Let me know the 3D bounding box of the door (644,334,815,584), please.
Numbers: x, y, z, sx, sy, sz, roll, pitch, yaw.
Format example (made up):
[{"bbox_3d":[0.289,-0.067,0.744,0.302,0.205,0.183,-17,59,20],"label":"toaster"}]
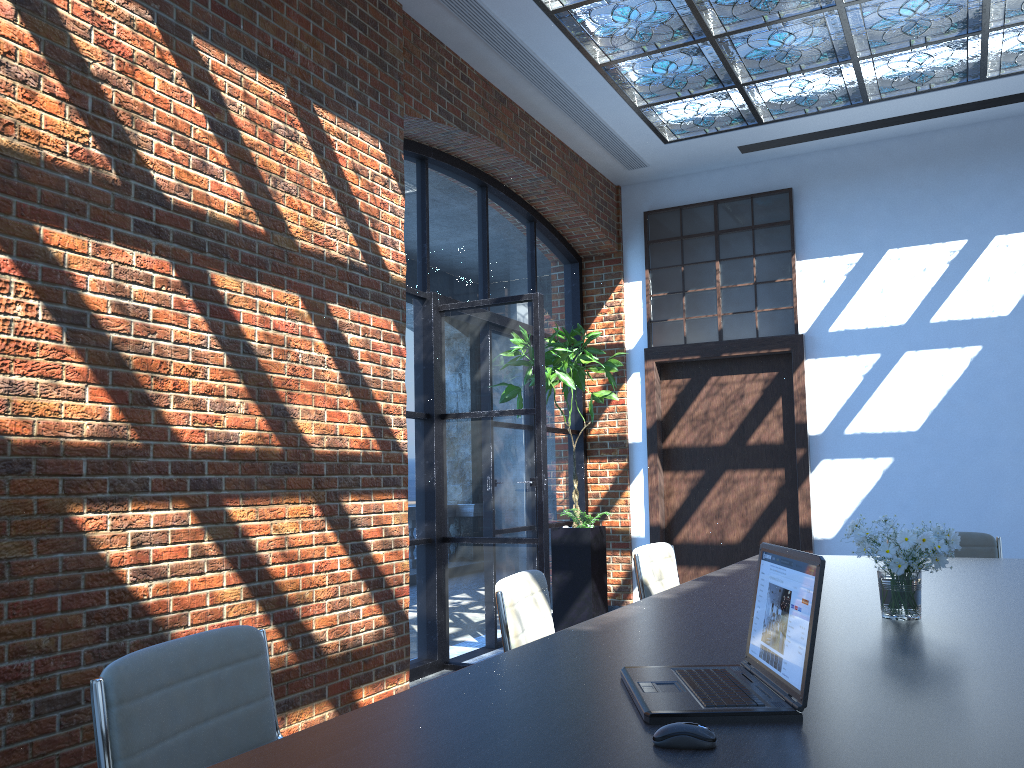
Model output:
[{"bbox_3d":[1.895,0.845,7.768,1.401,2.427,0.201,-4,-5,27],"label":"door"}]

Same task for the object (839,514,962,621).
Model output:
[{"bbox_3d":[1.161,0.536,2.621,0.329,0.308,0.337,-5,-7,38],"label":"object"}]

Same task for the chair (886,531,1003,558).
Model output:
[{"bbox_3d":[2.187,1.227,4.472,0.560,0.920,0.708,-4,-6,27],"label":"chair"}]

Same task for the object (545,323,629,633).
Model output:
[{"bbox_3d":[0.480,0.752,6.919,0.946,2.483,1.327,-3,-5,27],"label":"object"}]

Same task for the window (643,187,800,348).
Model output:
[{"bbox_3d":[1.829,-0.990,7.852,1.330,1.288,0.059,-4,-5,27],"label":"window"}]

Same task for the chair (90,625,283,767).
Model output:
[{"bbox_3d":[-0.365,0.969,1.718,0.706,0.920,0.561,-3,-5,16],"label":"chair"}]

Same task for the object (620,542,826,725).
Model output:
[{"bbox_3d":[0.389,0.465,1.726,0.323,0.282,0.391,-1,-6,0],"label":"object"}]

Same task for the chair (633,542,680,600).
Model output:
[{"bbox_3d":[0.957,1.208,4.087,0.707,0.920,0.561,-4,-5,27],"label":"chair"}]

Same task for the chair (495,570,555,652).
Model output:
[{"bbox_3d":[0.333,1.084,2.871,0.706,0.920,0.561,-3,-5,16],"label":"chair"}]

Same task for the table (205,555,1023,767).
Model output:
[{"bbox_3d":[1.164,1.082,2.490,1.811,0.807,4.515,-4,-7,27],"label":"table"}]

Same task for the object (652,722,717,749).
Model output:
[{"bbox_3d":[0.274,0.556,1.408,0.101,0.034,0.059,-2,-6,7],"label":"object"}]
